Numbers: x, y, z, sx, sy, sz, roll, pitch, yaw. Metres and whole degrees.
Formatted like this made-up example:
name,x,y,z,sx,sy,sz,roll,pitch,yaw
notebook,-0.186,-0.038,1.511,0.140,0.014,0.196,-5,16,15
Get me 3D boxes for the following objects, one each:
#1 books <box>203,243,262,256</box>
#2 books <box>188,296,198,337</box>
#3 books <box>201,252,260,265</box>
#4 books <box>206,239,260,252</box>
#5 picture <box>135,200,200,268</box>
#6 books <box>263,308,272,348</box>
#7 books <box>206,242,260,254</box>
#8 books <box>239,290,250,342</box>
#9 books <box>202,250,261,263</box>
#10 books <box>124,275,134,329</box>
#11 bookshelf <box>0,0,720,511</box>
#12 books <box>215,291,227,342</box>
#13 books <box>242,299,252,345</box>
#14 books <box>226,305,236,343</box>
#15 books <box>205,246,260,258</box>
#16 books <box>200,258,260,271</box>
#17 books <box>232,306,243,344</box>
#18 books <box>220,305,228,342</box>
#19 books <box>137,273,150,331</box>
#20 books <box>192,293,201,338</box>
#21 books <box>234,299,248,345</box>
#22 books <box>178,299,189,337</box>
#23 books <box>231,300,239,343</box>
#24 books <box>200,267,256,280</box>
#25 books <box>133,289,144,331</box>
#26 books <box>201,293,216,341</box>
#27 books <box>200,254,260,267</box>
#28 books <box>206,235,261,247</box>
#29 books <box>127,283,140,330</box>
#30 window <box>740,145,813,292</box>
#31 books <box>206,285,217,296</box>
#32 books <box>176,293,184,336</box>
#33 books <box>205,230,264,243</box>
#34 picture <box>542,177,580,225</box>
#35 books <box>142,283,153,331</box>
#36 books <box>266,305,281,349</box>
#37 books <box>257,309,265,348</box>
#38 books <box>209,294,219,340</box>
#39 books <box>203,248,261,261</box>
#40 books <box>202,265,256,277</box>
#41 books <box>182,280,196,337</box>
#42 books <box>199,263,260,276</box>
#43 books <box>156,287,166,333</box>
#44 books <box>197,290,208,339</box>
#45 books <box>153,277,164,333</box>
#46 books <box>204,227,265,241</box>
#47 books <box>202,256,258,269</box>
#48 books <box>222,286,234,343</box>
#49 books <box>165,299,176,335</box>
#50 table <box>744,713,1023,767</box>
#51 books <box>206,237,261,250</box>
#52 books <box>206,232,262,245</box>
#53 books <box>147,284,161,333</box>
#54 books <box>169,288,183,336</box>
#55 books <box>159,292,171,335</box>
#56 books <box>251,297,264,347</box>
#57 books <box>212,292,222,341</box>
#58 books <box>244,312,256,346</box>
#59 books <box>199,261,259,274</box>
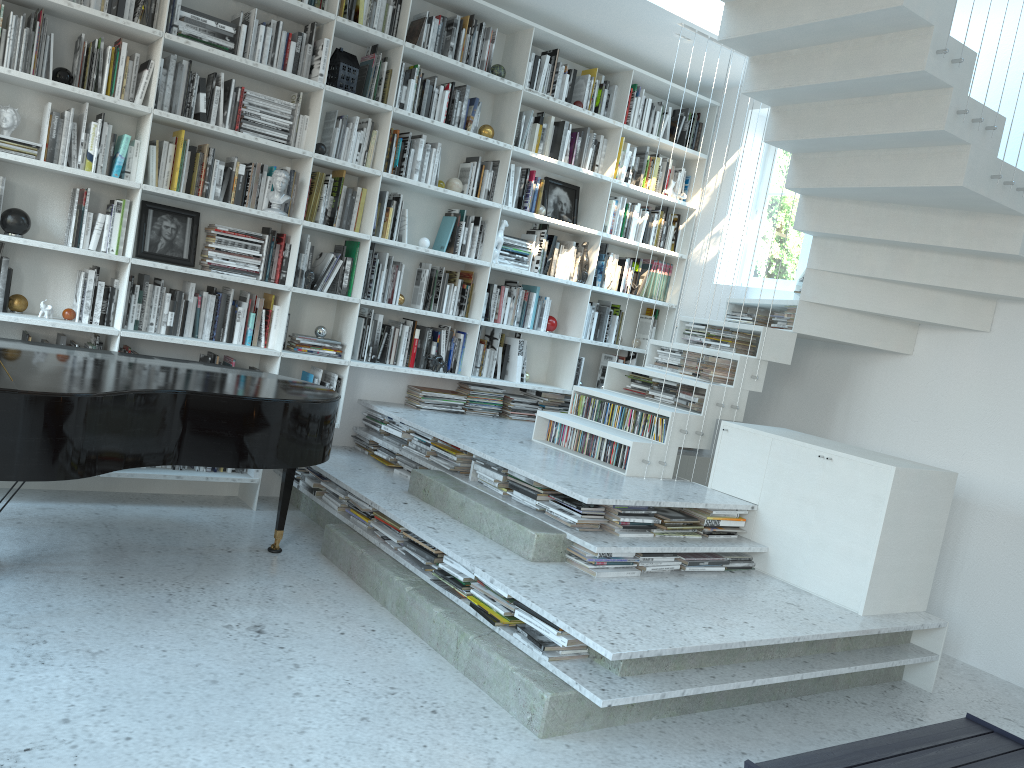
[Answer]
name,x,y,z,sx,sy,sz,roll,pitch,yaw
books,-1.535,-0.736,4.869,0.285,0.012,0.159,8,5,-31
books,-1.754,-0.371,4.813,0.025,0.221,0.140,7,6,-36
books,-1.549,-0.691,4.881,0.285,0.012,0.159,8,5,-35
books,-1.533,-0.761,4.870,0.254,0.012,0.160,7,6,-39
picture,-1.830,-0.796,4.722,0.300,0.300,0.077,7,6,-36
books,-1.412,-0.322,5.034,0.011,0.217,0.166,7,6,-36
books,-1.535,-0.749,4.872,0.254,0.012,0.160,8,5,-33
books,-1.516,-0.376,4.968,0.014,0.294,0.137,7,6,-36
books,-1.546,-0.702,4.878,0.285,0.012,0.159,8,5,-34
books,-2.005,-0.431,4.613,0.011,0.276,0.145,7,6,-36
bookshelf,-1.415,-0.855,4.856,6.301,3.146,0.329,7,6,-36
books,-1.624,-0.374,4.878,0.028,0.265,0.161,7,6,-36
books,-1.513,-0.357,4.984,0.014,0.256,0.144,7,6,-36
books,-1.583,-0.340,4.917,0.024,0.207,0.182,7,6,-36
books,-1.537,-0.725,4.870,0.254,0.012,0.160,7,6,-41
books,-1.550,-0.655,4.876,0.285,0.012,0.159,8,5,-31
books,-1.552,-0.334,4.938,0.023,0.204,0.167,7,6,-36
books,-1.618,-0.344,4.907,0.021,0.203,0.128,7,6,-36
books,-1.957,-0.434,4.669,0.027,0.291,0.140,7,6,-36
books,-1.727,-0.375,4.822,0.031,0.237,0.158,7,6,-36
books,-1.530,-0.347,4.950,0.023,0.235,0.174,7,6,-36
books,-1.784,-0.361,4.767,0.023,0.196,0.164,7,6,-36
books,-1.571,-0.353,4.935,0.014,0.235,0.154,7,6,-36
books,-1.561,-0.608,4.882,0.254,0.012,0.160,7,6,-40
books,-1.976,-0.393,4.644,0.024,0.208,0.169,7,6,-36
books,-1.676,-0.371,4.843,0.026,0.245,0.191,7,6,-36
books,-1.553,-0.680,4.884,0.285,0.012,0.159,8,5,-36
books,-1.529,-0.785,4.868,0.254,0.012,0.160,7,6,-39
books,-1.987,-0.407,4.618,0.027,0.234,0.167,7,6,-36
window,2.072,-1.195,5.957,0.042,1.227,1.115,7,6,-36
books,-1.670,-0.393,4.872,0.014,0.286,0.134,7,6,-36
books,-1.803,-0.381,4.765,0.013,0.230,0.138,7,6,-36
books,-1.526,-0.809,4.868,0.285,0.012,0.159,8,5,-34
picture,0.336,-1.246,6.121,0.300,0.300,0.077,7,6,-36
books,-1.937,-0.409,4.681,0.024,0.248,0.132,7,6,-36
books,-1.379,-0.332,5.047,0.033,0.246,0.176,7,6,-36
books,-1.433,-0.322,5.018,0.042,0.212,0.169,7,6,-36
books,-1.659,-0.374,4.876,0.011,0.252,0.158,7,6,-36
books,-1.539,-0.713,4.871,0.285,0.012,0.159,8,5,-31
books,-1.561,-0.621,4.885,0.254,0.012,0.160,8,5,-34
books,-1.763,-0.407,4.788,0.026,0.292,0.151,7,6,-36
books,-1.555,-0.631,4.878,0.285,0.012,0.159,7,6,-41
books,-1.886,-0.400,4.715,0.021,0.245,0.141,7,6,-36
books,-1.711,-0.383,4.849,0.025,0.255,0.136,7,6,-36
books,-1.886,-0.418,4.688,0.013,0.282,0.166,7,6,-36
books,-1.519,-0.820,4.861,0.285,0.012,0.159,7,6,-41
books,-1.549,-0.667,4.875,0.254,0.012,0.160,7,6,-41
books,-1.591,-0.386,4.904,0.012,0.297,0.177,7,6,-36
books,-1.838,-0.361,4.724,0.029,0.184,0.174,7,6,-36
table,1.512,1.359,2.416,1.271,0.218,1.255,8,5,-36
books,-1.530,-0.773,4.868,0.254,0.012,0.160,7,6,-40
books,-1.525,-0.797,4.865,0.254,0.012,0.160,7,6,-40
books,-1.907,-0.402,4.681,0.027,0.246,0.179,7,6,-36
books,-1.814,-0.386,4.744,0.029,0.238,0.165,7,6,-36
books,-1.858,-0.381,4.711,0.023,0.217,0.174,7,6,-36
books,-1.461,-0.357,5.004,0.026,0.272,0.174,7,6,-36
books,-1.644,-0.376,4.873,0.010,0.262,0.181,7,6,-36
books,-1.491,-0.315,4.978,0.023,0.183,0.168,7,6,-36
books,-1.558,-0.645,4.885,0.285,0.012,0.159,7,5,-37
